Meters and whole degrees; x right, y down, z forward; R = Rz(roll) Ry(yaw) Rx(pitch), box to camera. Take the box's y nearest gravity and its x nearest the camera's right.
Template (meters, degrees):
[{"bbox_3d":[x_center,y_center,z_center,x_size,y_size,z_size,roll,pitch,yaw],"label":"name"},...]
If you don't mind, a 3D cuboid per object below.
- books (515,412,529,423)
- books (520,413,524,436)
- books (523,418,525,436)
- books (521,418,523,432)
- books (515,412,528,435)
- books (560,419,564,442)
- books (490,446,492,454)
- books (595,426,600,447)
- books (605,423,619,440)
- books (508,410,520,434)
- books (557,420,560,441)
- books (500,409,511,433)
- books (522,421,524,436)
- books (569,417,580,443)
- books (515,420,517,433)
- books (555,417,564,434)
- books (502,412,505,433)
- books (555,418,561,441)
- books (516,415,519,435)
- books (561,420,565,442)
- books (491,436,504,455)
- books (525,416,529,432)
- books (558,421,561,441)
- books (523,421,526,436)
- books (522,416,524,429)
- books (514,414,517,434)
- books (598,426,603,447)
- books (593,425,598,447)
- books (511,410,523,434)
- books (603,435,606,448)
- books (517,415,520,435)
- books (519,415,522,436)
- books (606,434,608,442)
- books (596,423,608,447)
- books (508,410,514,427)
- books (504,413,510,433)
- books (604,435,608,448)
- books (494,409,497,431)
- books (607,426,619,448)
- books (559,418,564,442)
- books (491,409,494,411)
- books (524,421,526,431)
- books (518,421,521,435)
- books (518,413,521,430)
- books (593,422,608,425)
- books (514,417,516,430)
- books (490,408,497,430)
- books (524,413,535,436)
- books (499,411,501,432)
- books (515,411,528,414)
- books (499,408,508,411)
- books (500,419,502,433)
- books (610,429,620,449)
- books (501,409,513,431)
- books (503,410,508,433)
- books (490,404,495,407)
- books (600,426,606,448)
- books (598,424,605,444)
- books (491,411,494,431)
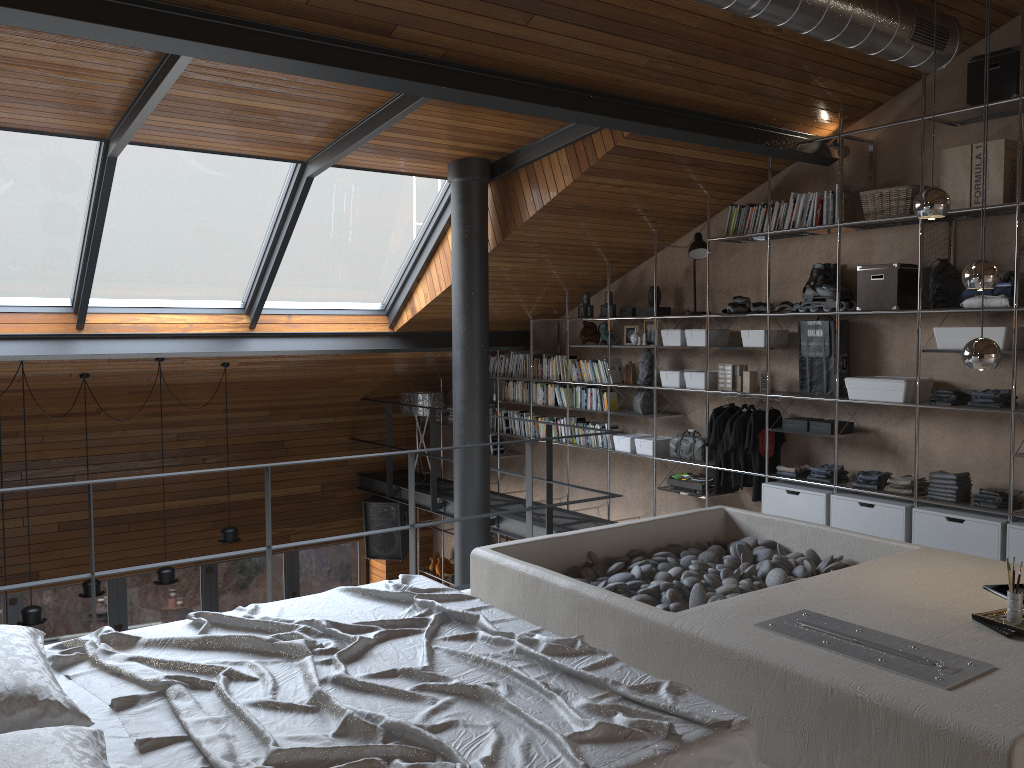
[{"bbox_3d":[0.116,0.402,9.004,0.171,0.218,0.047,-3,4,-36],"label":"books"},{"bbox_3d":[0.156,0.405,8.936,0.161,0.222,0.055,-3,4,-36],"label":"books"},{"bbox_3d":[0.161,0.430,8.885,0.112,0.176,0.039,-3,4,-36],"label":"books"},{"bbox_3d":[0.150,0.425,8.912,0.117,0.182,0.044,-3,4,-36],"label":"books"},{"bbox_3d":[0.110,0.402,9.011,0.164,0.217,0.048,-3,4,-36],"label":"books"},{"bbox_3d":[0.527,0.435,8.427,0.137,0.216,0.049,-3,4,-36],"label":"books"},{"bbox_3d":[-0.175,0.631,9.417,0.137,0.216,0.049,-3,4,-36],"label":"books"},{"bbox_3d":[0.833,0.467,8.026,0.169,0.188,0.058,-3,4,-36],"label":"books"},{"bbox_3d":[0.905,0.459,7.913,0.143,0.217,0.066,-3,4,-36],"label":"books"},{"bbox_3d":[0.034,0.389,9.124,0.148,0.233,0.053,-3,4,-36],"label":"books"},{"bbox_3d":[0.492,0.438,8.455,0.123,0.203,0.054,-3,4,-36],"label":"books"},{"bbox_3d":[-0.056,0.384,9.212,0.143,0.235,0.055,-3,4,-36],"label":"books"},{"bbox_3d":[0.152,0.429,8.900,0.112,0.176,0.039,-3,4,-36],"label":"books"},{"bbox_3d":[0.592,0.431,8.284,0.148,0.233,0.053,-3,4,-36],"label":"books"},{"bbox_3d":[0.090,0.412,9.010,0.127,0.200,0.046,-3,4,-36],"label":"books"},{"bbox_3d":[0.470,0.426,8.486,0.118,0.220,0.054,-3,4,-36],"label":"books"},{"bbox_3d":[-0.029,0.393,9.176,0.141,0.221,0.055,-3,4,-36],"label":"books"},{"bbox_3d":[0.488,0.430,8.475,0.155,0.215,0.055,-3,4,-36],"label":"books"},{"bbox_3d":[0.105,0.414,8.971,0.127,0.200,0.046,-3,4,-36],"label":"books"},{"bbox_3d":[0.534,0.440,8.396,0.131,0.205,0.051,-3,4,-36],"label":"books"},{"bbox_3d":[-0.152,0.644,9.361,0.138,0.191,0.049,-3,4,-36],"label":"books"},{"bbox_3d":[0.186,0.421,8.848,0.111,0.197,0.043,-3,4,-36],"label":"books"},{"bbox_3d":[0.504,0.444,8.442,0.126,0.197,0.047,-3,4,-36],"label":"books"},{"bbox_3d":[0.165,0.432,8.875,0.111,0.174,0.041,-3,4,-36],"label":"books"},{"bbox_3d":[0.159,0.419,8.896,0.111,0.197,0.043,-3,4,-36],"label":"books"},{"bbox_3d":[0.096,0.406,9.078,0.149,0.205,0.049,-3,4,-36],"label":"books"},{"bbox_3d":[0.851,0.469,7.993,0.148,0.189,0.053,-3,4,-36],"label":"books"},{"bbox_3d":[0.803,0.466,8.038,0.148,0.189,0.053,-3,4,-36],"label":"books"},{"bbox_3d":[0.062,0.391,9.085,0.148,0.233,0.053,-3,4,-36],"label":"books"},{"bbox_3d":[0.868,0.483,7.938,0.130,0.167,0.046,-3,4,-36],"label":"books"},{"bbox_3d":[0.117,0.414,8.966,0.127,0.200,0.046,-3,4,-36],"label":"books"},{"bbox_3d":[0.137,0.413,8.945,0.125,0.206,0.055,-3,4,-36],"label":"books"},{"bbox_3d":[0.897,0.479,7.925,0.148,0.175,0.046,-3,4,-36],"label":"books"},{"bbox_3d":[0.852,0.459,8.022,0.191,0.205,0.055,-3,4,-36],"label":"books"},{"bbox_3d":[0.030,0.386,9.159,0.143,0.236,0.062,-3,4,-36],"label":"books"},{"bbox_3d":[-0.012,0.402,9.149,0.148,0.206,0.053,-3,4,-36],"label":"books"},{"bbox_3d":[0.886,0.481,7.934,0.146,0.171,0.054,-3,4,-36],"label":"books"},{"bbox_3d":[-0.136,0.378,9.319,0.129,0.231,0.010,-3,4,-36],"label":"books"},{"bbox_3d":[0.908,0.475,7.896,0.129,0.186,0.050,-3,4,-36],"label":"books"},{"bbox_3d":[0.509,0.435,8.430,0.133,0.218,0.051,-3,4,-36],"label":"books"},{"bbox_3d":[-0.161,0.375,9.385,0.129,0.231,0.010,-3,4,-36],"label":"books"},{"bbox_3d":[0.178,0.431,8.873,0.112,0.176,0.039,-3,4,-36],"label":"books"},{"bbox_3d":[0.122,0.429,8.952,0.119,0.171,0.044,-3,4,-36],"label":"books"},{"bbox_3d":[0.148,0.401,8.969,0.177,0.217,0.046,-3,4,-36],"label":"books"},{"bbox_3d":[0.827,0.456,8.069,0.207,0.205,0.053,-3,4,-36],"label":"books"},{"bbox_3d":[0.085,0.417,9.083,0.131,0.180,0.042,-3,4,-36],"label":"books"},{"bbox_3d":[-0.181,0.372,9.415,0.148,0.234,0.013,-3,4,-36],"label":"books"},{"bbox_3d":[0.182,0.405,8.865,0.122,0.230,0.057,-3,4,-36],"label":"books"},{"bbox_3d":[-0.073,0.391,9.238,0.133,0.219,0.058,-3,4,-36],"label":"books"},{"bbox_3d":[0.108,0.392,9.075,0.148,0.233,0.053,-3,4,-36],"label":"books"},{"bbox_3d":[-0.104,0.373,9.280,0.131,0.247,0.018,-3,4,-36],"label":"books"},{"bbox_3d":[-0.061,0.394,9.225,0.136,0.212,0.051,-3,4,-36],"label":"books"},{"bbox_3d":[0.918,0.486,7.889,0.130,0.166,0.046,-3,4,-36],"label":"books"},{"bbox_3d":[-0.036,0.385,9.208,0.148,0.233,0.053,-3,4,-36],"label":"books"},{"bbox_3d":[-0.021,0.387,9.164,0.148,0.233,0.053,-3,4,-36],"label":"books"},{"bbox_3d":[-0.250,0.349,9.515,0.143,0.268,0.020,-3,4,-36],"label":"books"},{"bbox_3d":[0.868,0.471,7.969,0.161,0.187,0.060,-3,4,-36],"label":"books"},{"bbox_3d":[0.862,0.461,8.015,0.192,0.202,0.055,-3,4,-36],"label":"books"},{"bbox_3d":[-0.154,0.389,9.362,0.148,0.206,0.018,-3,4,-36],"label":"books"}]
